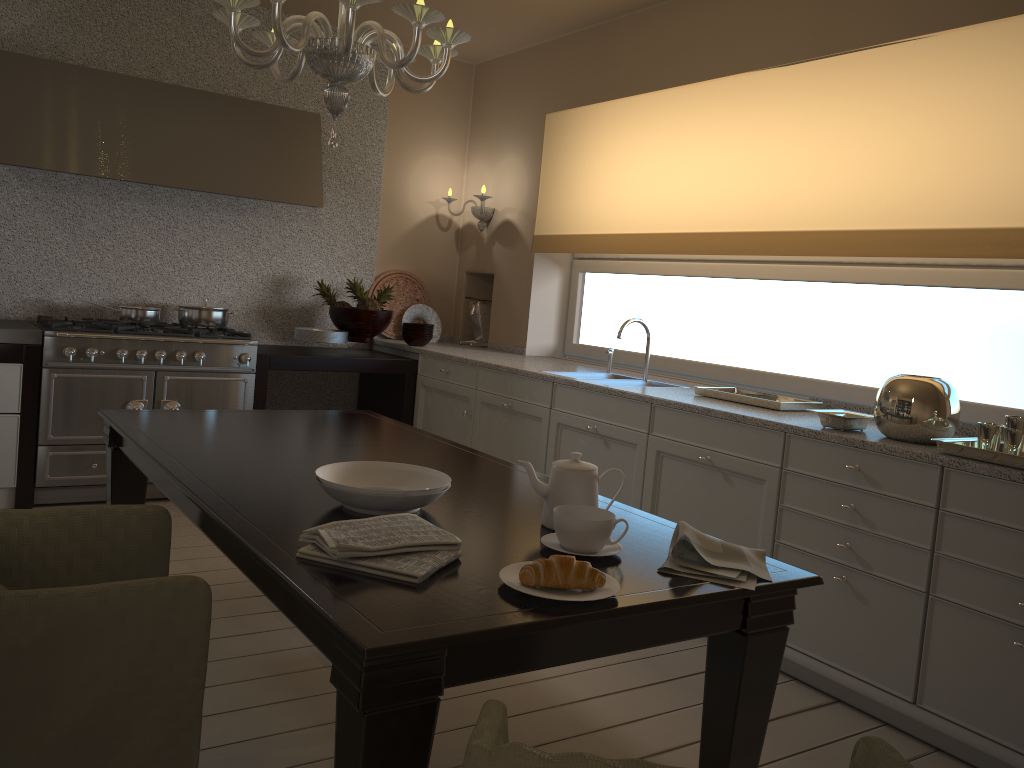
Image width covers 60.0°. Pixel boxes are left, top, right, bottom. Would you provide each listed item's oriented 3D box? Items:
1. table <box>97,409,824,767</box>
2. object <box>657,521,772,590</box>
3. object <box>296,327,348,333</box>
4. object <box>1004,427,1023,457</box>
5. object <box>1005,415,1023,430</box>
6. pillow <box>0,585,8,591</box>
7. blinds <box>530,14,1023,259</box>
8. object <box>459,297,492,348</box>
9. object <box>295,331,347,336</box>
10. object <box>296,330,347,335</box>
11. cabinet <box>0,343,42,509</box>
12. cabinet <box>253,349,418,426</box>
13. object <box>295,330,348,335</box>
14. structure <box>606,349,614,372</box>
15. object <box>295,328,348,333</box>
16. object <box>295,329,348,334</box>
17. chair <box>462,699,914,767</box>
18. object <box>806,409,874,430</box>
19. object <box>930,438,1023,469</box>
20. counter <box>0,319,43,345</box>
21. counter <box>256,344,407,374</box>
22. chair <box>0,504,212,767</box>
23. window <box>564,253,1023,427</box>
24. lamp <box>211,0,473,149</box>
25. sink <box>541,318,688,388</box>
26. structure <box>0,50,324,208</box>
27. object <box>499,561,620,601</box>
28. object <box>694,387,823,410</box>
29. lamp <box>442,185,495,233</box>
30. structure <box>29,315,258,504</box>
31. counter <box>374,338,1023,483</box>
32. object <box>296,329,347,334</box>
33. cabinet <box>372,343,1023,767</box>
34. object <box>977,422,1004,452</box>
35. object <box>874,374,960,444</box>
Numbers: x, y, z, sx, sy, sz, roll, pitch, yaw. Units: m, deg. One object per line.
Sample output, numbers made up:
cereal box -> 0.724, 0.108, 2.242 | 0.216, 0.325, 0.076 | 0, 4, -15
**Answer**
table -> -0.386, 0.540, 2.211 | 0.918, 0.652, 1.998 | 2, 6, -34
object -> 0.380, 0.305, 1.622 | 0.197, 0.063, 0.205 | 7, 6, 18
object -> -1.011, -0.283, 4.710 | 0.279, 0.011, 0.278 | 10, 8, 43
object -> 1.316, 0.161, 2.314 | 0.063, 0.090, 0.063 | 7, 5, 28
object -> 1.318, 0.131, 2.312 | 0.063, 0.090, 0.063 | 7, 5, 28
pillow -> -0.954, 0.391, 1.624 | 0.192, 0.294, 0.441 | 2, 6, -35
blinds -> 1.133, -0.903, 3.543 | 0.022, 0.780, 3.561 | 3, 6, -34
object -> -0.122, -0.384, 5.597 | 0.390, 0.305, 0.384 | 2, 6, -34
object -> -1.013, -0.266, 4.711 | 0.279, 0.011, 0.278 | 10, 8, 43
object -> -1.013, -0.272, 4.711 | 0.279, 0.011, 0.278 | 10, 8, 43
cabinet -> -2.592, 0.146, 3.836 | 0.895, 0.723, 0.639 | 2, 5, -34
cabinet -> -1.084, 0.180, 4.875 | 0.895, 0.723, 0.602 | 2, 5, -34
object -> -1.013, -0.269, 4.711 | 0.279, 0.011, 0.278 | 10, 8, 43
structure -> 0.475, -0.103, 4.339 | 0.036, 0.135, 0.024 | 3, 4, -34
object -> -1.012, -0.280, 4.710 | 0.279, 0.011, 0.278 | 10, 8, 43
object -> -1.012, -0.274, 4.710 | 0.279, 0.011, 0.278 | 10, 8, 43
chair -> 0.201, 0.687, 0.977 | 0.563, 0.799, 0.563 | 5, 4, 2
object -> 1.047, 0.116, 2.793 | 0.197, 0.048, 0.153 | 1, 6, -34
object -> 1.378, 0.198, 2.317 | 0.274, 0.034, 0.448 | 1, 7, -34
counter -> -2.565, -0.248, 3.824 | 0.895, 0.062, 0.602 | 1, 7, -34
counter -> -1.055, -0.140, 4.856 | 0.764, 0.079, 0.602 | 1, 7, -34
chair -> -0.867, 0.524, 1.672 | 0.561, 0.799, 0.565 | 3, 5, -28
window -> 1.365, -0.600, 3.709 | 0.047, 1.350, 3.579 | 3, 6, -34
lamp -> -0.432, -1.191, 2.352 | 0.674, 1.125, 0.703 | 4, 4, -16
sink -> 0.452, -0.062, 3.942 | 0.458, 0.480, 0.540 | 2, 5, -34
structure -> -1.790, -1.233, 4.407 | 1.660, 0.509, 0.481 | 1, 6, -34
object -> 0.076, 0.321, 1.426 | 0.195, 0.014, 0.194 | 8, 6, 31
object -> 0.940, 0.055, 3.414 | 0.240, 0.030, 0.430 | 1, 7, -34
lamp -> -0.223, -1.058, 5.391 | 0.264, 0.266, 0.481 | 2, 6, -36
structure -> -1.808, 0.113, 4.315 | 0.928, 0.803, 0.707 | 2, 5, -34
counter -> 0.556, -0.011, 3.852 | 0.652, 0.067, 4.253 | 1, 7, -34
object -> -1.012, -0.277, 4.710 | 0.279, 0.011, 0.278 | 10, 8, 43
cabinet -> 0.565, 0.397, 3.911 | 0.846, 0.769, 4.236 | 2, 6, -34
object -> 1.280, 0.151, 2.378 | 0.063, 0.090, 0.063 | 7, 5, 28
object -> 1.214, 0.074, 2.658 | 0.235, 0.195, 0.236 | 4, 5, -17
